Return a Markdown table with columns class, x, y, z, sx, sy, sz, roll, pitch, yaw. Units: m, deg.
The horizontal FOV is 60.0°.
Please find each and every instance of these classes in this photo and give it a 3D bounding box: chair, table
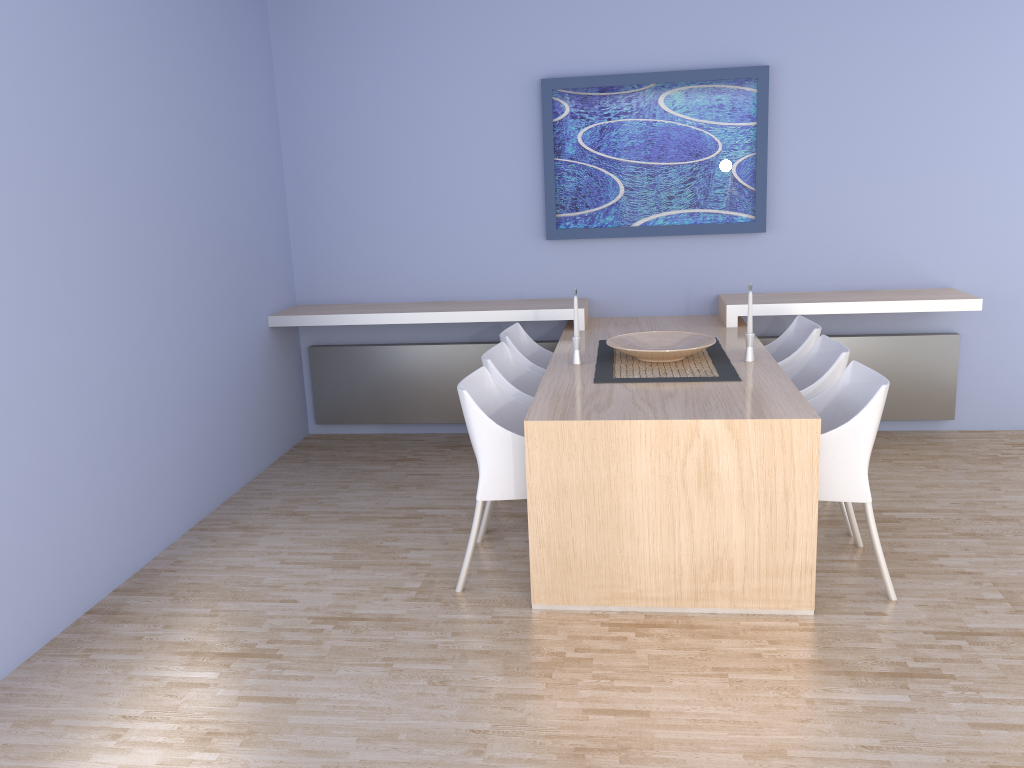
| class | x | y | z | sx | sy | sz | roll | pitch | yaw |
| --- | --- | --- | --- | --- | --- | --- | --- | --- | --- |
| chair | 0.183 | 0.099 | 4.662 | 0.486 | 0.793 | 0.510 | -1 | 13 | 8 |
| chair | 1.324 | 0.076 | 4.540 | 0.486 | 0.793 | 0.510 | -1 | 13 | 8 |
| chair | 1.248 | 0.209 | 3.972 | 0.486 | 0.793 | 0.510 | -1 | 13 | 8 |
| chair | 0.109 | 0.228 | 4.108 | 0.486 | 0.793 | 0.510 | -1 | 13 | 8 |
| table | 0.705 | 0.209 | 4.244 | 1.002 | 0.718 | 2.340 | -1 | 13 | 8 |
| chair | 0.035 | 0.358 | 3.553 | 0.486 | 0.793 | 0.510 | -1 | 13 | 8 |
| chair | 1.171 | 0.343 | 3.397 | 0.486 | 0.793 | 0.510 | -1 | 13 | 8 |

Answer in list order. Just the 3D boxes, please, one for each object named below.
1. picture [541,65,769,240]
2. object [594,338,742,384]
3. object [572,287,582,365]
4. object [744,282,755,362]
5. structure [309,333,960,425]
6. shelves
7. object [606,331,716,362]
| class | x | y | z | sx | sy | sz | roll | pitch | yaw |
| --- | --- | --- | --- | --- | --- | --- | --- | --- | --- |
| picture | 0.805 | -1.296 | 5.041 | 1.252 | 0.901 | 0.049 | -1 | 13 | 8 |
| object | 0.684 | -0.119 | 4.059 | 0.594 | 0.005 | 0.986 | -1 | 13 | 7 |
| object | 0.289 | -0.263 | 3.987 | 0.045 | 0.349 | 0.045 | -13 | 17 | -39 |
| object | 1.042 | -0.272 | 3.884 | 0.045 | 0.349 | 0.045 | -1 | 13 | 8 |
| structure | 0.648 | -0.018 | 5.360 | 3.843 | 0.503 | 0.064 | -1 | 13 | 8 |
| shelves | 0.555 | -0.059 | 5.175 | 3.901 | 0.840 | 0.463 | -1 | 13 | 8 |
| object | 0.679 | -0.160 | 4.053 | 0.493 | 0.081 | 0.493 | 4 | 14 | 26 |
